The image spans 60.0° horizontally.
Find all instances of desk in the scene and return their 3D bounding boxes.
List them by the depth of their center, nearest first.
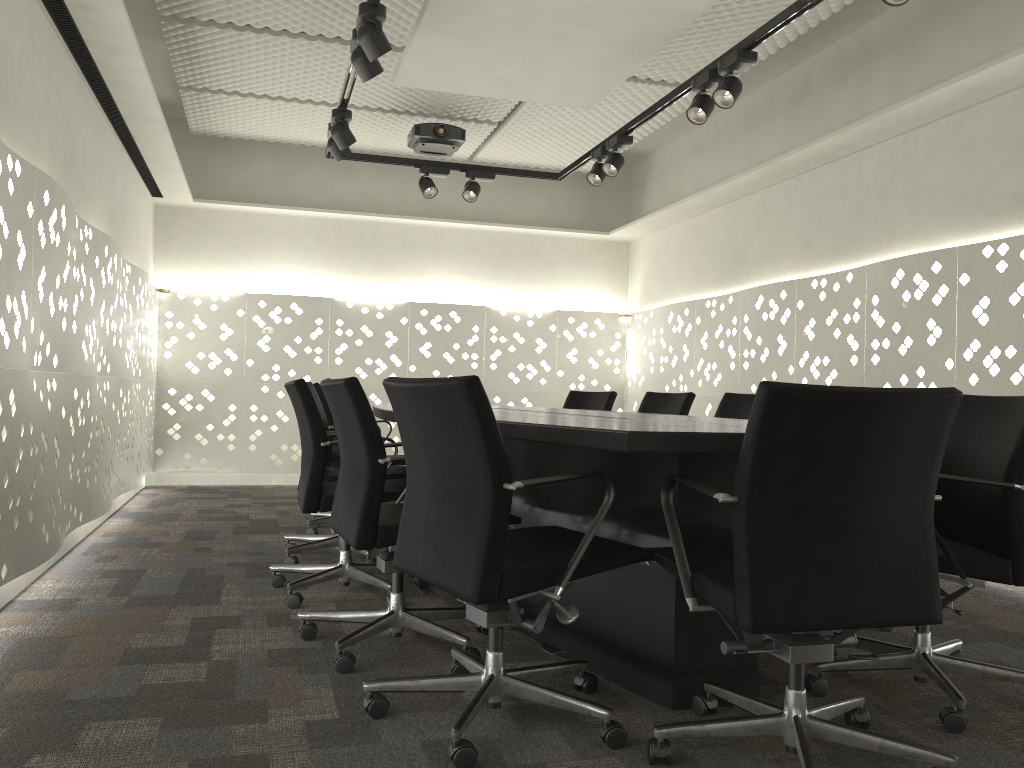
[{"bbox_3d":[0.108,0.438,3.418,1.223,0.658,3.364,2,-1,-16],"label":"desk"}]

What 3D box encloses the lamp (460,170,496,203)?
[{"bbox_3d":[-0.207,-1.206,5.370,0.214,0.224,0.118,2,-1,-27],"label":"lamp"}]

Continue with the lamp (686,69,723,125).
[{"bbox_3d":[0.798,-1.201,3.704,0.126,0.224,0.213,2,-1,-13],"label":"lamp"}]

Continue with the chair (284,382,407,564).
[{"bbox_3d":[-0.700,0.371,3.813,0.579,0.757,0.559,2,-1,-1],"label":"chair"}]

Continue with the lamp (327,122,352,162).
[{"bbox_3d":[-0.875,-1.235,4.507,0.126,0.224,0.213,2,-1,-13],"label":"lamp"}]

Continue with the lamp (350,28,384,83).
[{"bbox_3d":[-0.545,-1.241,3.346,0.126,0.224,0.213,2,-1,-13],"label":"lamp"}]

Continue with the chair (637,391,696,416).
[{"bbox_3d":[0.567,0.410,4.206,0.579,0.757,0.559,2,-1,-16],"label":"chair"}]

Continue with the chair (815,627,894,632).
[{"bbox_3d":[0.936,0.403,2.914,0.579,0.757,0.559,2,-1,-1],"label":"chair"}]

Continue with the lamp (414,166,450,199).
[{"bbox_3d":[-0.478,-1.215,5.283,0.213,0.224,0.126,2,-1,-13],"label":"lamp"}]

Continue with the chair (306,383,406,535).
[{"bbox_3d":[-0.766,0.379,4.548,0.579,0.757,0.559,1,-1,4],"label":"chair"}]

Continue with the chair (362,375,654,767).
[{"bbox_3d":[-0.021,0.366,2.001,0.579,0.757,0.559,2,-1,-26],"label":"chair"}]

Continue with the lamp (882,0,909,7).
[{"bbox_3d":[1.128,-1.207,2.542,0.126,0.224,0.213,2,-1,-13],"label":"lamp"}]

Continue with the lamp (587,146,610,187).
[{"bbox_3d":[0.476,-1.195,4.840,0.126,0.224,0.213,2,-1,-13],"label":"lamp"}]

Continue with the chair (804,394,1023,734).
[{"bbox_3d":[1.021,0.397,2.227,0.579,0.757,0.559,1,-1,4],"label":"chair"}]

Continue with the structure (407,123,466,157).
[{"bbox_3d":[-0.482,-1.549,5.622,0.327,0.144,0.371,2,-1,-16],"label":"structure"}]

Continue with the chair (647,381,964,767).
[{"bbox_3d":[0.553,0.379,1.787,0.559,0.757,0.579,2,-1,-11],"label":"chair"}]

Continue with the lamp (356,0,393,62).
[{"bbox_3d":[-0.484,-1.242,3.131,0.126,0.224,0.213,2,-1,-13],"label":"lamp"}]

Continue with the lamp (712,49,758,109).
[{"bbox_3d":[0.859,-1.202,3.489,0.126,0.224,0.213,2,-1,-13],"label":"lamp"}]

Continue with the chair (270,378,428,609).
[{"bbox_3d":[-0.570,0.367,3.188,0.579,0.757,0.559,2,-1,-11],"label":"chair"}]

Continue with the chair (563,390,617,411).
[{"bbox_3d":[0.271,0.410,4.824,0.579,0.757,0.559,2,-1,-26],"label":"chair"}]

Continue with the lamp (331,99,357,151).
[{"bbox_3d":[-0.814,-1.236,4.292,0.126,0.224,0.213,2,-1,-13],"label":"lamp"}]

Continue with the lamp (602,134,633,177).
[{"bbox_3d":[0.537,-1.196,4.625,0.126,0.224,0.213,2,-1,-13],"label":"lamp"}]

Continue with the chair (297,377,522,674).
[{"bbox_3d":[-0.305,0.365,2.546,0.579,0.757,0.559,2,-1,-16],"label":"chair"}]

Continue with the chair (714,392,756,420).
[{"bbox_3d":[0.786,0.407,3.573,0.579,0.757,0.559,2,-1,-11],"label":"chair"}]
